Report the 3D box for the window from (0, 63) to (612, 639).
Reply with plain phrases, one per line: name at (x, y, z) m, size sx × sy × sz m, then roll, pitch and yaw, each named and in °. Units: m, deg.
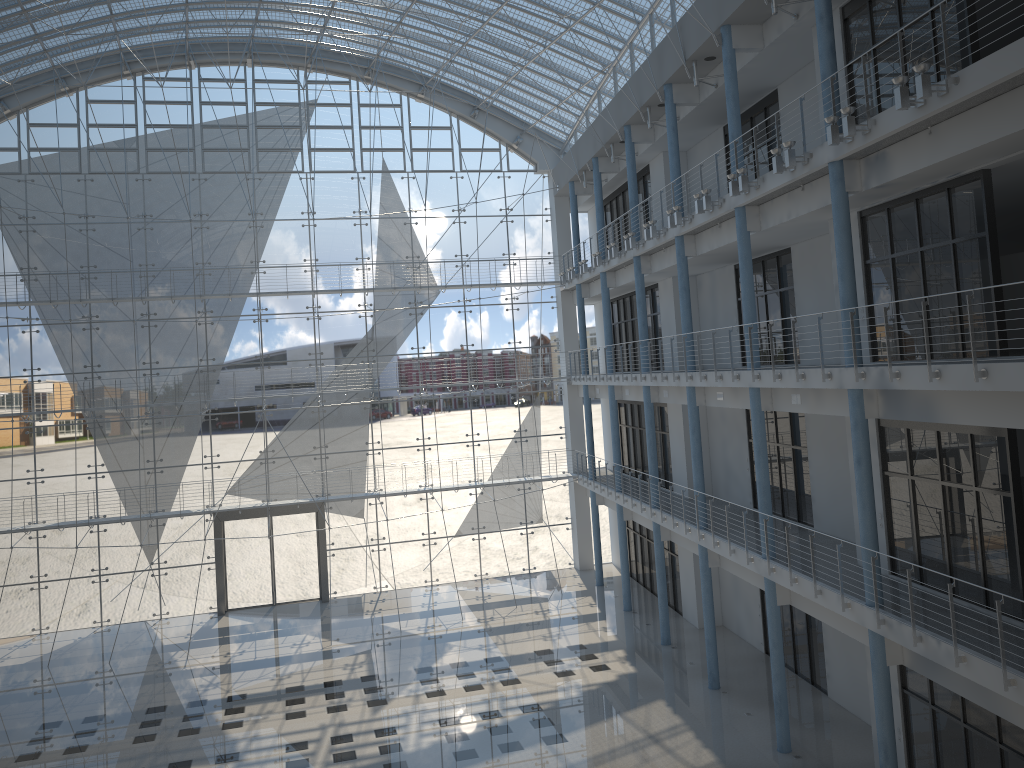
window at (-1.331, -0.274, 4.497) m, size 3.851 × 2.784 × 0.010 m, roll -4°, pitch -3°, yaw -14°
